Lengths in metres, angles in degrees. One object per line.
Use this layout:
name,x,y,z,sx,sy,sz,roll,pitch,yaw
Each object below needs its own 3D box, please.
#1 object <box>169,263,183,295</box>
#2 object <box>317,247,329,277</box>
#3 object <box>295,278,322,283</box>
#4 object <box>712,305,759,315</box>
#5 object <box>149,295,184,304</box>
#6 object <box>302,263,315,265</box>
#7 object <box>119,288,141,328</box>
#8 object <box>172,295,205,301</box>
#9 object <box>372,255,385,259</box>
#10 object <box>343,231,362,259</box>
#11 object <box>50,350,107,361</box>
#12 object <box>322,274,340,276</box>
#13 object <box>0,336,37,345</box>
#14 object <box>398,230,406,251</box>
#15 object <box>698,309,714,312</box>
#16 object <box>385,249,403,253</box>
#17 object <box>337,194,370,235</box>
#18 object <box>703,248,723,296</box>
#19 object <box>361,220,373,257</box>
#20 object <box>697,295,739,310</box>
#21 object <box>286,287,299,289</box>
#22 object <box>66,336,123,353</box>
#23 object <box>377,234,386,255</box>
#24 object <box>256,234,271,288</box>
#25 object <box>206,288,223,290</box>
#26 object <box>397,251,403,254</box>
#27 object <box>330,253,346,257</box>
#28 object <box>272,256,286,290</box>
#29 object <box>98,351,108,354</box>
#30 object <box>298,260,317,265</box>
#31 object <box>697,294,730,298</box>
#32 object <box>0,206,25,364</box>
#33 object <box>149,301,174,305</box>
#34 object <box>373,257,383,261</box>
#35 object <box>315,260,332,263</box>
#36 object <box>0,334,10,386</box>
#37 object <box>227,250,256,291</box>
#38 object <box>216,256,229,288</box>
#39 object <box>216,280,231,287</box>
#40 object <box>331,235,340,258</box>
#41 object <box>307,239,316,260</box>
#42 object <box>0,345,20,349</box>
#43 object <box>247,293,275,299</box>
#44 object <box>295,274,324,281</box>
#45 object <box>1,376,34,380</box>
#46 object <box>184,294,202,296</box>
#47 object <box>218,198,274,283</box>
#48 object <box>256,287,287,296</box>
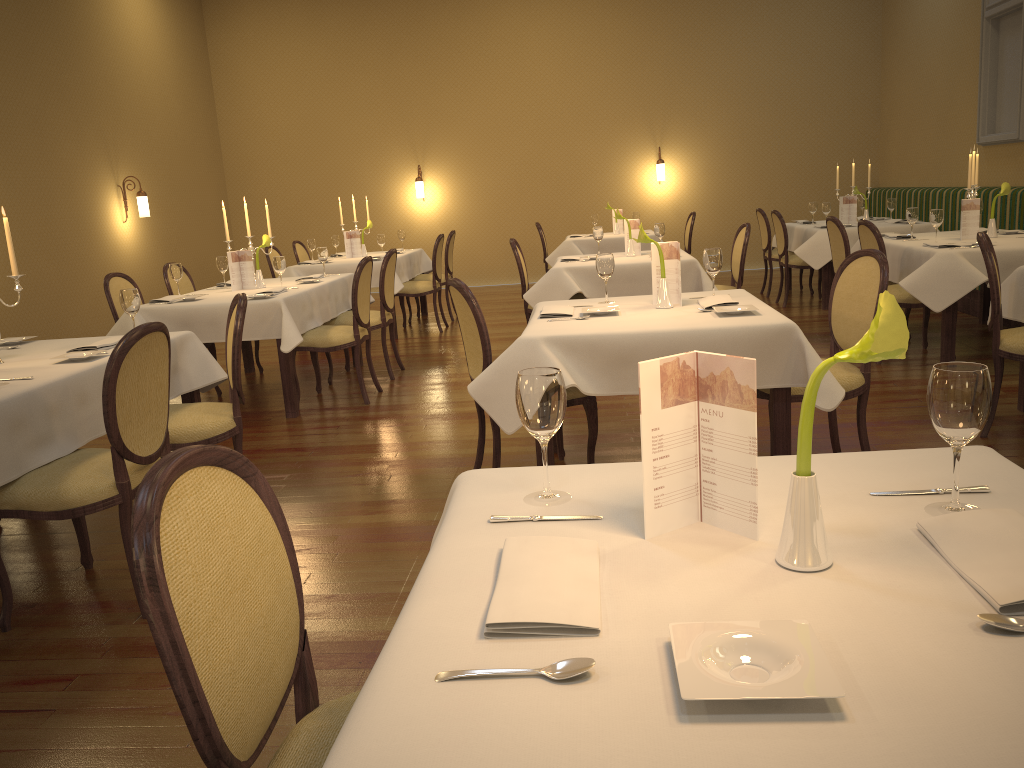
object,-2.275,-0.704,6.031,0.088,0.229,0.088,-13,15,-35
object,-1.477,-0.956,6.944,0.088,0.229,0.088,-13,15,-35
object,-1.481,-0.746,6.458,0.160,0.024,0.160,-3,12,6
object,0.887,-0.290,3.529,0.160,0.024,0.160,-3,12,6
object,-2.270,-0.562,5.867,0.142,0.024,0.273,-3,12,6
object,-1.982,-1.161,8.589,0.181,0.015,0.038,-3,12,7
object,-1.727,-0.317,4.033,0.088,0.229,0.088,-13,15,-35
object,-2.092,-0.550,5.746,0.160,0.024,0.160,-3,12,6
object,-1.333,-1.248,8.751,0.142,0.033,0.273,-3,12,6
object,-1.660,-1.446,9.195,0.166,0.277,0.081,-9,13,-22
object,-1.731,-0.107,3.547,0.160,0.024,0.160,-3,12,6
object,-1.457,-0.870,7.052,0.181,0.015,0.038,-3,12,7
object,-2.358,-0.198,4.185,0.160,0.024,0.160,-3,12,6
object,-1.224,-1.601,9.883,0.088,0.229,0.088,-13,15,-35
object,0.851,-0.306,3.634,0.181,0.015,0.038,-3,12,7
object,-1.288,-1.454,9.698,0.142,0.033,0.273,-3,12,6
object,-1.651,-1.678,9.384,0.131,0.655,0.390,6,16,39
object,0.901,-0.491,3.971,0.088,0.229,0.088,-15,16,-41
object,-1.516,-1.513,9.217,0.163,0.375,0.076,2,13,27
object,0.880,-0.348,3.793,0.142,0.033,0.273,-3,12,6
object,-1.557,-0.657,6.095,0.185,0.010,0.017,-3,12,7
object,-1.791,-0.170,3.849,0.142,0.033,0.273,-3,12,6
object,-1.311,-1.391,8.929,0.088,0.229,0.088,-13,15,-35
object,-1.769,-0.868,6.278,0.163,0.375,0.076,2,13,27
object,-2.149,-0.701,6.500,0.185,0.010,0.017,-3,12,6
object,-1.228,-1.391,9.397,0.160,0.024,0.160,-3,12,6
object,-1.887,-1.416,9.723,0.142,0.033,0.273,-3,12,6
object,-1.564,-0.746,5.990,0.088,0.229,0.088,-13,15,-35
object,-1.765,-0.126,3.675,0.185,0.010,0.017,-3,12,7
object,-2.018,-1.207,8.805,0.142,0.024,0.273,-3,12,6
object,0.908,-0.402,4.076,0.185,0.010,0.017,-3,12,7
object,-2.154,-0.394,3.535,0.131,0.655,0.390,6,16,39
object,-2.235,-0.516,5.650,0.181,0.015,0.038,-3,12,7
object,-1.325,-1.190,8.486,0.160,0.024,0.160,-3,12,6
object,-1.839,-1.195,8.685,0.160,0.024,0.160,-3,12,6
object,-1.814,-0.107,3.079,0.088,0.229,0.088,-13,15,-35
object,-1.912,-0.800,6.256,0.166,0.277,0.081,-9,13,-22
object,-2.140,-0.830,6.577,0.088,0.229,0.088,-15,16,-41
object,-2.140,-0.771,6.785,0.142,0.033,0.273,-3,12,6
object,-1.888,-1.475,9.516,0.088,0.229,0.088,-13,15,-35
object,-2.022,-1.349,8.970,0.088,0.229,0.088,-13,15,-35
object,-2.322,-0.164,4.030,0.181,0.015,0.038,-3,12,7
object,-1.577,-0.545,5.548,0.160,0.024,0.160,-3,12,6
object,-1.541,-0.809,6.760,0.142,0.033,0.273,-3,12,6
object,-1.807,-0.018,3.184,0.185,0.010,0.017,-3,12,7
object,-2.181,-0.619,6.127,0.185,0.010,0.017,-3,12,6
object,-1.904,-1.033,6.445,0.131,0.655,0.390,6,16,39
object,-1.585,-0.603,5.812,0.142,0.033,0.273,-3,12,6
